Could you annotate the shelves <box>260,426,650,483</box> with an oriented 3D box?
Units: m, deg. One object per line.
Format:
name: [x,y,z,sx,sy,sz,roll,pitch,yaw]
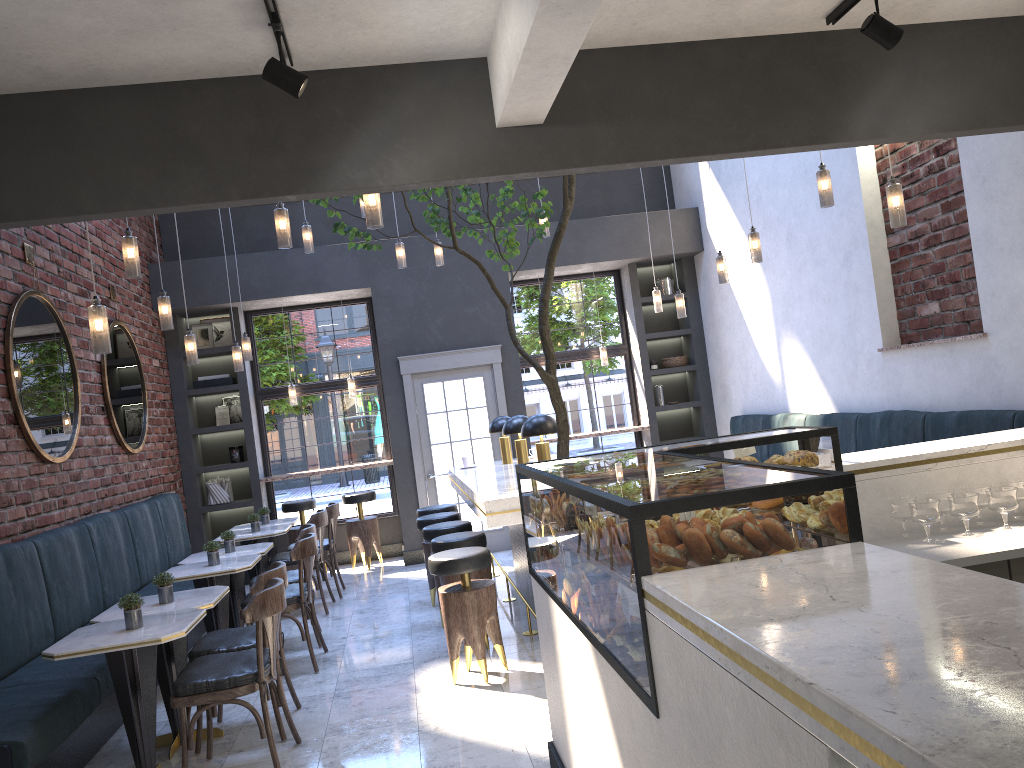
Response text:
shelves: [-0.602,0.787,10.116,4.402,0.043,0.384,-7,-1,-8]

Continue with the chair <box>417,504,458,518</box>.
chair: [-0.627,1.465,7.953,0.372,0.737,0.370,-8,-1,36]

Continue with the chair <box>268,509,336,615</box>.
chair: [-1.821,1.555,7.705,0.521,0.851,0.539,-7,-1,-6]

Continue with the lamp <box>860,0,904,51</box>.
lamp: [1.416,-1.400,3.408,0.157,0.235,0.087,-7,-1,-14]

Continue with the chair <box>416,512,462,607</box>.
chair: [-0.554,1.437,7.246,0.370,0.737,0.372,-7,-1,-17]

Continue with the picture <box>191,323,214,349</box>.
picture: [-3.461,-0.522,9.926,0.230,0.313,0.061,-7,-1,-8]

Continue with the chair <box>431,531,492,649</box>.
chair: [-0.310,1.371,5.875,0.372,0.737,0.370,-8,-1,20]

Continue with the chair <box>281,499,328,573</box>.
chair: [-2.263,1.678,9.619,0.372,0.821,0.370,-8,-1,45]

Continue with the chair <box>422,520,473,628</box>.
chair: [-0.434,1.405,6.564,0.372,0.737,0.370,-8,-1,36]

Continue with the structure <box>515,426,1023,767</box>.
structure: [2.049,0.656,0.991,3.205,1.300,5.807,-7,-1,-8]

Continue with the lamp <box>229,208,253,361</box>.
lamp: [-2.726,-2.252,8.301,0.078,4.104,0.078,-7,-1,-23]

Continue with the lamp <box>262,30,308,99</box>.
lamp: [-0.800,-1.119,3.109,0.157,0.238,0.087,-7,-1,-14]

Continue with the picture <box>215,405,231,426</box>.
picture: [-3.245,0.358,9.945,0.161,0.227,0.049,-7,-1,-7]

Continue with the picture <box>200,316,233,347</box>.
picture: [-3.306,-0.566,9.983,0.361,0.369,0.055,-7,-1,-8]

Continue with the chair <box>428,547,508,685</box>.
chair: [-0.262,1.347,5.172,0.372,0.737,0.370,-8,-1,36]

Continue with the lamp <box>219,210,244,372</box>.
lamp: [-2.634,-2.144,7.731,0.078,4.104,0.078,-7,-1,-23]

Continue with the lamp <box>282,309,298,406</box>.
lamp: [-2.524,-0.473,9.899,0.078,1.429,0.078,-8,-1,22]

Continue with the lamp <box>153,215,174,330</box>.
lamp: [-2.550,-2.395,5.909,0.078,4.104,0.078,-7,-1,0]

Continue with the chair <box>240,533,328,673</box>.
chair: [-1.525,1.472,5.950,0.521,0.851,0.539,-7,-1,-6]

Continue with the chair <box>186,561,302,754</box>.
chair: [-1.428,1.429,4.751,0.521,0.851,0.539,-7,-1,-6]

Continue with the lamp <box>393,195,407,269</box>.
lamp: [-1.237,-3.064,7.889,0.078,4.104,0.078,-7,-1,-23]

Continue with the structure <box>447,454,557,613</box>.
structure: [0.176,1.167,6.595,0.990,1.050,3.491,-7,-1,-8]

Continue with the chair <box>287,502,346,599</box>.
chair: [-1.829,1.570,8.288,0.521,0.851,0.497,-7,-1,-9]

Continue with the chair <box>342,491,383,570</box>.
chair: [-1.625,1.596,9.682,0.371,0.821,0.371,-8,-1,45]

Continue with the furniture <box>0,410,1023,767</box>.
furniture: [-0.062,1.145,6.497,6.020,1.151,5.342,-7,-1,-8]

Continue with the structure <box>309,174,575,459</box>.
structure: [0.010,-1.321,5.671,3.746,5.988,2.805,-8,-1,36]

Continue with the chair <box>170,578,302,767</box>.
chair: [-1.293,1.398,4.186,0.521,0.851,0.539,-7,-1,-6]

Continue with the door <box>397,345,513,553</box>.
door: [-0.535,0.746,9.590,1.131,2.218,0.152,-7,-1,-8]

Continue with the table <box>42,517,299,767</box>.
table: [-0.032,1.342,6.450,4.598,0.751,4.832,-7,-1,-8]

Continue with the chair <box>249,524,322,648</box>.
chair: [-1.669,1.506,6.567,0.521,0.851,0.539,-7,-1,-14]

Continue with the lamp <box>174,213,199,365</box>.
lamp: [-2.609,-2.177,6.544,0.078,4.104,0.078,-7,-1,0]

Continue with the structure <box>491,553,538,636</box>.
structure: [0.230,1.584,6.588,0.496,0.210,3.499,-7,-1,-8]

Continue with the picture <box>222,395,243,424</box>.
picture: [-3.128,0.293,9.988,0.247,0.326,0.044,-7,-1,-7]

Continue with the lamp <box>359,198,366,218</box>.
lamp: [-1.659,-3.626,8.485,0.078,4.104,0.078,-7,-1,-23]

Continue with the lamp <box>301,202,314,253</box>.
lamp: [-1.952,-3.132,7.415,0.078,4.104,0.078,-7,-1,-23]
